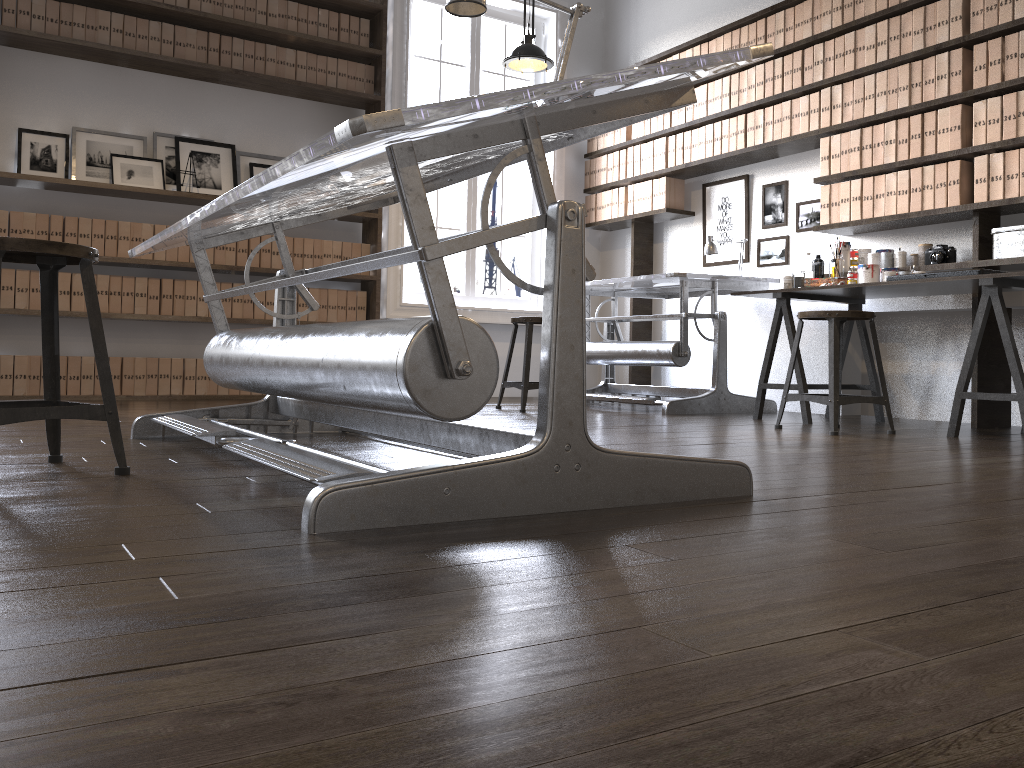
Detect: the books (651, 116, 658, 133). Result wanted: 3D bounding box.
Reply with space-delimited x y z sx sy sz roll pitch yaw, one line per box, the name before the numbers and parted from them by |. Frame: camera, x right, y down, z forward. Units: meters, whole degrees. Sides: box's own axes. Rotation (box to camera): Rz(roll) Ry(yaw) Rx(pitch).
books | 1.071 -1.866 6.268 0.174 0.226 0.066 1 -1 -32

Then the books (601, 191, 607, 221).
books | 0.769 -1.339 6.724 0.174 0.226 0.066 1 -1 -32

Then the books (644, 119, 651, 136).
books | 1.034 -1.868 6.319 0.174 0.226 0.067 1 -1 -32

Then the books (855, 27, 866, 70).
books | 1.958 -1.808 4.833 0.174 0.226 0.066 1 -1 -32

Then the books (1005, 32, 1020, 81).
books | 2.381 -1.505 4.136 0.174 0.226 0.066 1 -1 -32

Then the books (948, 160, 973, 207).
books | 2.223 -0.973 4.348 0.174 0.226 0.067 1 -1 -32

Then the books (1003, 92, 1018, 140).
books | 2.368 -1.227 4.128 0.174 0.226 0.067 1 -1 -32

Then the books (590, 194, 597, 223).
books | 0.693 -1.344 6.841 0.174 0.226 0.067 1 -1 -32

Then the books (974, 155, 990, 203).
books | 2.292 -0.968 4.235 0.174 0.226 0.066 1 -1 -32

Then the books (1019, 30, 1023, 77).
books | 2.414 -1.502 4.073 0.174 0.226 0.066 1 -1 -32

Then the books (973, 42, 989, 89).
books | 2.302 -1.510 4.262 0.174 0.226 0.066 1 -1 -32

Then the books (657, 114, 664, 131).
books | 1.108 -1.864 6.213 0.174 0.226 0.066 1 -1 -32

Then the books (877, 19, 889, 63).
books | 2.026 -1.803 4.716 0.174 0.226 0.067 1 -1 -32

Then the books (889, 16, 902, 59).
books | 2.067 -1.801 4.658 0.174 0.226 0.066 1 -1 -32

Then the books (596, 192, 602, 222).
books | 0.736 -1.342 6.781 0.174 0.226 0.066 1 -1 -32

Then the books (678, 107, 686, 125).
books | 1.219 -1.856 6.023 0.174 0.226 0.066 1 -1 -32

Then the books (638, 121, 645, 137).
books | 0.996 -1.871 6.381 0.174 0.226 0.066 1 -1 -32

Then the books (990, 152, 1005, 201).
books | 2.333 -0.966 4.175 0.174 0.226 0.066 1 -1 -32

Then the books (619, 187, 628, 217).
books | 0.877 -1.332 6.547 0.174 0.226 0.066 1 -1 -32

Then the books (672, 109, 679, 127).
books | 1.186 -1.858 6.086 0.174 0.226 0.066 1 -1 -32

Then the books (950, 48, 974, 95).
books | 2.240 -1.521 4.364 0.174 0.226 0.066 1 -1 -32

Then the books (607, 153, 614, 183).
books | 0.809 -1.615 6.681 0.174 0.226 0.066 1 -1 -32

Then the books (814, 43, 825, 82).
books | 1.811 -1.817 5.066 0.174 0.226 0.066 1 -1 -32

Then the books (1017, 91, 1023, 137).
books | 2.405 -1.225 4.076 0.174 0.226 0.066 1 -1 -32

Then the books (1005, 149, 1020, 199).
books | 2.373 -0.963 4.118 0.174 0.226 0.066 1 -1 -32

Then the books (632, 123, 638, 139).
books | 0.961 -1.873 6.444 0.174 0.226 0.066 1 -1 -32

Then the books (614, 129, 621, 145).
books | 0.855 -1.886 6.621 0.174 0.226 0.066 1 -1 -32

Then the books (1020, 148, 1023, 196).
books | 2.408 -0.961 4.057 0.174 0.226 0.066 1 -1 -32

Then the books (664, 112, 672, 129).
books | 1.142 -1.861 6.147 0.174 0.226 0.067 1 -1 -32

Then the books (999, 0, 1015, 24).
books | 2.368 -1.781 4.162 0.174 0.226 0.067 1 -1 -32

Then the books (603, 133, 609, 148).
books | 0.784 -1.891 6.734 0.174 0.226 0.066 1 -1 -32

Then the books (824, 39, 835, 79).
books | 1.851 -1.815 5.008 0.174 0.226 0.066 1 -1 -32

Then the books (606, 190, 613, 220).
books | 0.798 -1.337 6.668 0.174 0.226 0.067 1 -1 -32

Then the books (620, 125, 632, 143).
books | 0.892 -1.883 6.560 0.174 0.226 0.066 1 -1 -32

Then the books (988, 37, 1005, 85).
books | 2.337 -1.507 4.197 0.174 0.226 0.067 1 -1 -32

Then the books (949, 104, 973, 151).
books | 2.230 -1.243 4.351 0.174 0.226 0.067 1 -1 -32

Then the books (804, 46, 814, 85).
books | 1.777 -1.820 5.129 0.174 0.226 0.066 1 -1 -32

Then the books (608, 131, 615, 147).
books | 0.815 -1.888 6.675 0.174 0.226 0.067 1 -1 -32

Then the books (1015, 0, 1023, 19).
books | 2.408 -1.778 4.101 0.174 0.226 0.066 1 -1 -32

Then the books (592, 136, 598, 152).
books | 0.709 -1.895 6.848 0.174 0.226 0.067 1 -1 -32

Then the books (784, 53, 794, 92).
books | 1.699 -1.825 5.256 0.174 0.226 0.066 1 -1 -32

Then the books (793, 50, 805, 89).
books | 1.733 -1.822 5.190 0.174 0.226 0.067 1 -1 -32

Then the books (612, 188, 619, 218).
books | 0.836 -1.335 6.607 0.174 0.226 0.066 1 -1 -32

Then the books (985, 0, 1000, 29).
books | 2.335 -1.783 4.224 0.174 0.226 0.066 1 -1 -32

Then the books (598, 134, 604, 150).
books | 0.749 -1.893 6.787 0.174 0.226 0.066 1 -1 -32

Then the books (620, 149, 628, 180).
books | 0.887 -1.610 6.554 0.174 0.226 0.066 1 -1 -32

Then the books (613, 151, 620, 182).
books | 0.843 -1.612 6.615 0.174 0.226 0.067 1 -1 -32

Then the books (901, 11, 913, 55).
books | 2.105 -1.798 4.600 0.174 0.226 0.066 1 -1 -32

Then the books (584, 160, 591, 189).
books | 0.656 -1.624 6.916 0.174 0.226 0.067 1 -1 -32

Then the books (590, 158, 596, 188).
books | 0.696 -1.622 6.862 0.174 0.226 0.066 1 -1 -32

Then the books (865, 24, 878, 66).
books | 1.990 -1.806 4.778 0.174 0.226 0.066 1 -1 -32

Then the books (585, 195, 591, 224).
books | 0.658 -1.347 6.908 0.174 0.226 0.066 1 -1 -32

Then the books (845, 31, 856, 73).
books | 1.919 -1.810 4.887 0.174 0.226 0.067 1 -1 -32

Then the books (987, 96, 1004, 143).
books | 2.330 -1.230 4.189 0.174 0.226 0.066 1 -1 -32

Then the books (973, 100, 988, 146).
books | 2.294 -1.232 4.253 0.174 0.226 0.066 1 -1 -32

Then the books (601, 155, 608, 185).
books | 0.767 -1.617 6.739 0.174 0.226 0.066 1 -1 -32

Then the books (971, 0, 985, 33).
books | 2.300 -1.786 4.284 0.174 0.226 0.066 1 -1 -32

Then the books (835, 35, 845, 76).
books | 1.889 -1.812 4.948 0.174 0.226 0.066 1 -1 -32

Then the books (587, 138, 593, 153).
books | 0.676 -1.898 6.909 0.174 0.226 0.066 1 -1 -32

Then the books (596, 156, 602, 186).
books | 0.733 -1.620 6.802 0.174 0.226 0.066 1 -1 -32
